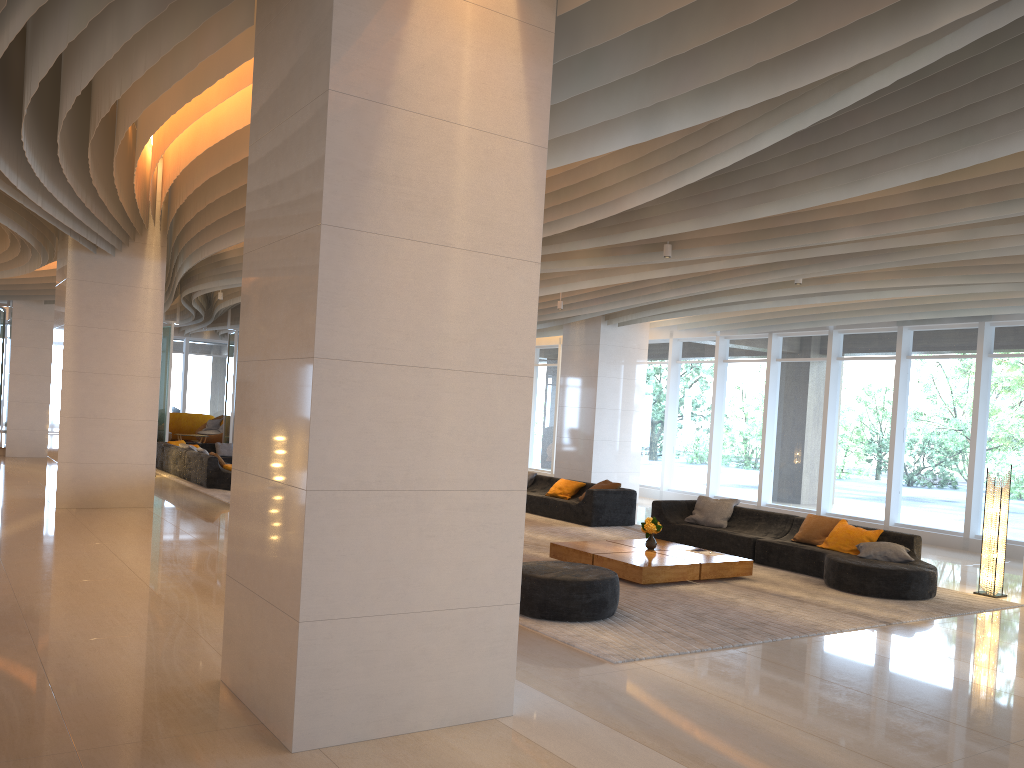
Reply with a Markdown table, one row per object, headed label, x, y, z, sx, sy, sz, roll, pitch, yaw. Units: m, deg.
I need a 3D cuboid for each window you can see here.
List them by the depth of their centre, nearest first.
| label | x | y | z | sx | sy | sz | roll | pitch | yaw |
| --- | --- | --- | --- | --- | --- | --- | --- | --- | --- |
| window | 1.218 | 0.509 | 18.343 | 53.752 | 3.223 | 22.436 | 3 | -2 | 21 |

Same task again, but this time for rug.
| label | x | y | z | sx | sy | sz | roll | pitch | yaw |
| --- | --- | --- | --- | --- | --- | --- | --- | --- | --- |
| rug | -1.355 | 2.061 | 14.305 | 5.610 | 0.022 | 15.931 | 5 | -2 | -33 |

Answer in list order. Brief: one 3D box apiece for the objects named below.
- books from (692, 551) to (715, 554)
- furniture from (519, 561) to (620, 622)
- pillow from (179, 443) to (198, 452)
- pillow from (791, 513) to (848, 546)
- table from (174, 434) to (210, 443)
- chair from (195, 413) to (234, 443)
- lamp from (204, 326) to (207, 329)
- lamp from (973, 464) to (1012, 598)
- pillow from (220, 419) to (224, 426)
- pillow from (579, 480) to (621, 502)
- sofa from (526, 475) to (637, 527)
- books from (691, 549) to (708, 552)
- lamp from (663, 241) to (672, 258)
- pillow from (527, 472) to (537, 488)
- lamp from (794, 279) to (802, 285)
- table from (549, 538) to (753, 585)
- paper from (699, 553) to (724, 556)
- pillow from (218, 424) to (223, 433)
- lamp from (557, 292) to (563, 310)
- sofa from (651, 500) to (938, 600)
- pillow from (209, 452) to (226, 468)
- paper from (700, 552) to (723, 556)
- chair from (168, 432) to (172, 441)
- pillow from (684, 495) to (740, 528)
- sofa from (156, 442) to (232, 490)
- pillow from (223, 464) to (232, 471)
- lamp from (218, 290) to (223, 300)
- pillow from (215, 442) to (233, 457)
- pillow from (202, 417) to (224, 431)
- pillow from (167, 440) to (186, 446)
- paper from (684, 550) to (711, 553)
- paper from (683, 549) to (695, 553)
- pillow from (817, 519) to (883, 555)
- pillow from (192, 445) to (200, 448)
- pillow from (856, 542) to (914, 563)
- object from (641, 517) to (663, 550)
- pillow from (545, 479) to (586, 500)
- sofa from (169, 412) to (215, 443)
| label | x | y | z | sx | sy | sz | roll | pitch | yaw |
| --- | --- | --- | --- | --- | --- | --- | --- | --- | --- |
| books | 2.179 | 1.907 | 10.064 | 0.208 | 0.011 | 0.184 | 2 | -2 | 37 |
| furniture | 0.430 | 1.761 | 7.602 | 0.997 | 0.364 | 0.969 | 4 | -2 | -24 |
| pillow | -6.296 | 1.392 | 17.683 | 0.556 | 0.377 | 0.639 | 4 | -1 | -38 |
| pillow | 3.710 | 1.791 | 10.758 | 0.376 | 0.374 | 0.566 | 4 | -1 | -35 |
| table | -9.093 | 1.601 | 25.152 | 1.060 | 0.318 | 0.833 | 2 | -2 | 38 |
| chair | -8.607 | 1.318 | 26.093 | 1.489 | 1.006 | 1.157 | 3 | -1 | 44 |
| lamp | -8.545 | -2.284 | 24.819 | 0.090 | 1.507 | 0.088 | 3 | 1 | -25 |
| lamp | 5.302 | 1.597 | 9.735 | 0.254 | 1.452 | 0.245 | 3 | 1 | -34 |
| pillow | -8.434 | 1.195 | 26.284 | 0.595 | 0.422 | 0.378 | 3 | 0 | 34 |
| pillow | 1.411 | 1.741 | 14.306 | 0.551 | 0.378 | 0.633 | 4 | -1 | -12 |
| sofa | 0.352 | 1.903 | 15.341 | 1.376 | 0.583 | 4.068 | 4 | -2 | -35 |
| books | 2.140 | 1.903 | 10.133 | 0.185 | 0.011 | 0.109 | 5 | -3 | -43 |
| lamp | 1.763 | -2.154 | 9.799 | 0.088 | 1.507 | 0.089 | 4 | 1 | 11 |
| pillow | 0.110 | 1.783 | 16.125 | 0.470 | 0.417 | 0.653 | 4 | -1 | -33 |
| lamp | 3.615 | -1.999 | 11.045 | 0.088 | 1.507 | 0.089 | 4 | 1 | 11 |
| table | 1.533 | 1.978 | 9.917 | 1.629 | 0.220 | 1.572 | 5 | -2 | -34 |
| paper | 2.258 | 1.914 | 9.995 | 0.186 | 0.001 | 0.264 | 2 | -3 | 43 |
| pillow | -8.317 | 1.236 | 25.885 | 0.471 | 0.409 | 0.495 | 4 | -1 | -31 |
| lamp | 0.867 | -2.030 | 15.147 | 0.091 | 1.507 | 0.087 | 2 | 2 | -43 |
| sofa | 3.401 | 1.944 | 10.956 | 1.359 | 0.582 | 4.118 | 4 | -2 | -26 |
| pillow | -5.336 | 1.407 | 16.189 | 0.334 | 0.311 | 0.416 | 4 | -1 | -32 |
| paper | 2.258 | 1.914 | 9.995 | 0.182 | 0.001 | 0.261 | 2 | -3 | 43 |
| chair | -9.992 | 1.179 | 24.463 | 1.153 | 1.006 | 1.495 | 4 | -1 | -26 |
| pillow | 2.760 | 1.755 | 12.252 | 0.627 | 0.378 | 0.557 | 3 | -1 | 34 |
| sofa | -5.260 | 1.614 | 18.053 | 2.875 | 0.654 | 4.998 | 5 | -2 | -33 |
| pillow | -4.975 | 1.529 | 16.070 | 0.410 | 0.136 | 0.416 | 4 | -2 | 0 |
| lamp | -5.536 | -2.363 | 16.948 | 0.088 | 1.507 | 0.089 | 4 | 1 | 11 |
| pillow | -6.422 | 1.474 | 19.857 | 0.414 | 0.312 | 0.316 | 4 | -1 | -32 |
| pillow | -8.838 | 1.189 | 26.307 | 0.614 | 0.455 | 0.477 | 3 | 0 | 18 |
| pillow | -7.237 | 1.383 | 19.294 | 0.336 | 0.316 | 0.415 | 3 | -1 | 28 |
| paper | 2.122 | 1.910 | 10.144 | 0.261 | 0.001 | 0.182 | 5 | -3 | -42 |
| paper | 2.117 | 1.911 | 10.146 | 0.268 | 0.001 | 0.193 | 5 | -3 | -42 |
| pillow | 3.931 | 1.805 | 10.313 | 0.482 | 0.403 | 0.597 | 4 | -1 | -26 |
| pillow | -6.441 | 1.386 | 17.985 | 0.417 | 0.335 | 0.329 | 3 | 0 | 22 |
| pillow | 4.107 | 1.860 | 9.791 | 0.580 | 0.209 | 0.444 | 3 | -1 | 16 |
| object | 1.573 | 1.686 | 10.059 | 0.270 | 0.377 | 0.232 | 3 | 0 | -32 |
| pillow | 0.877 | 1.809 | 14.961 | 0.458 | 0.394 | 0.626 | 4 | -1 | -34 |
| sofa | -10.198 | 1.292 | 26.659 | 2.610 | 0.901 | 1.089 | 5 | -1 | -44 |
